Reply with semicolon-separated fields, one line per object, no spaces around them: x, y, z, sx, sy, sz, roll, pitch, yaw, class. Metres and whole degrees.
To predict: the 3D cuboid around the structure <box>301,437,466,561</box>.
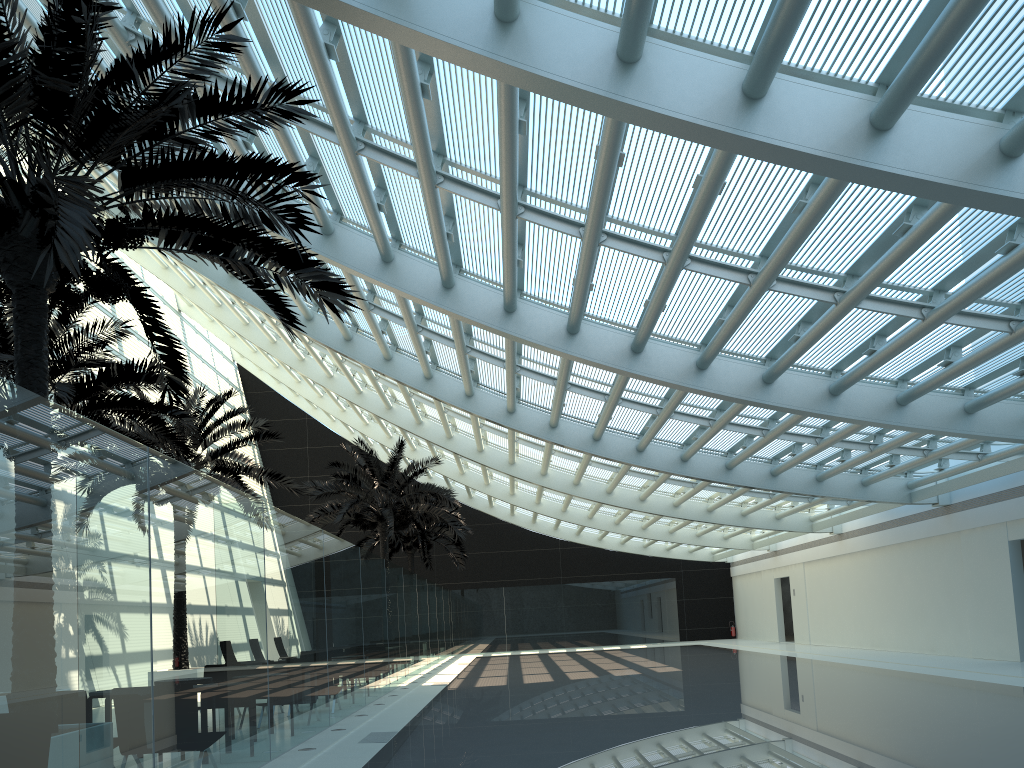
-3.799;5.034;25.909;4.819;6.822;4.571;-2;-8;-7;structure

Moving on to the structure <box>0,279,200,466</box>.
-6.971;1.640;12.416;4.643;6.641;4.398;0;-9;-22;structure

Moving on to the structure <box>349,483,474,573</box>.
-3.755;7.249;34.085;4.457;6.820;4.945;0;-9;-22;structure

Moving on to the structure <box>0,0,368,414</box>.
-3.834;-0.177;6.691;4.849;6.822;4.543;-6;-9;18;structure

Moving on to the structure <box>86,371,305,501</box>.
-7.165;3.255;18.442;4.344;6.699;4.702;-8;-10;33;structure
